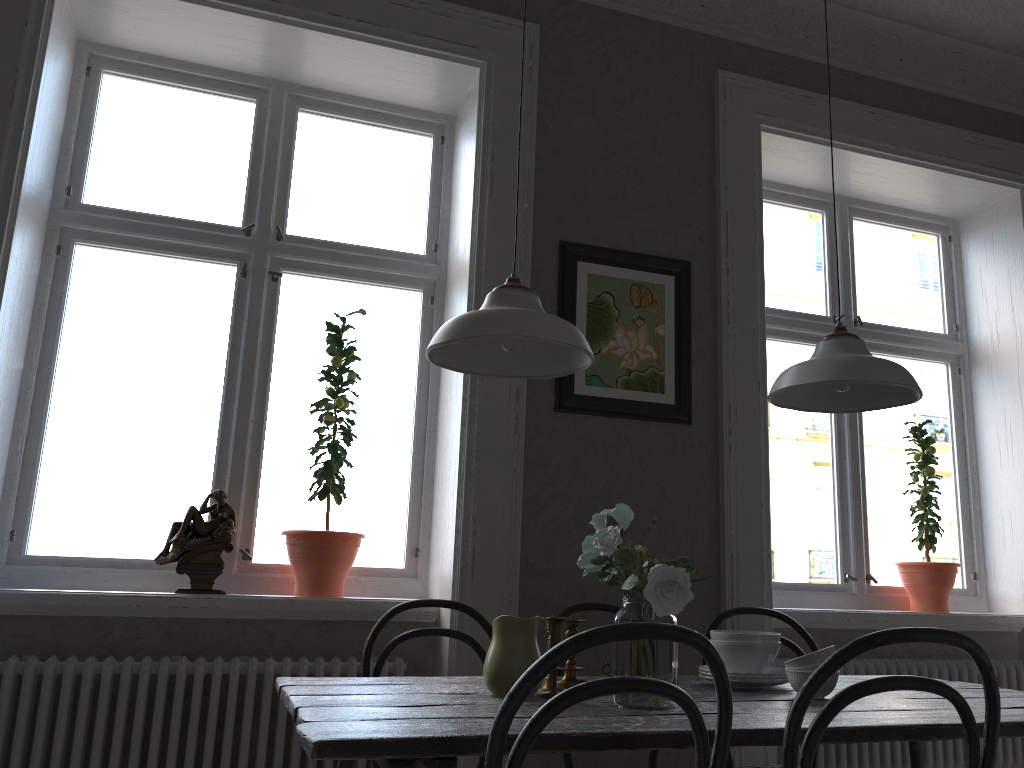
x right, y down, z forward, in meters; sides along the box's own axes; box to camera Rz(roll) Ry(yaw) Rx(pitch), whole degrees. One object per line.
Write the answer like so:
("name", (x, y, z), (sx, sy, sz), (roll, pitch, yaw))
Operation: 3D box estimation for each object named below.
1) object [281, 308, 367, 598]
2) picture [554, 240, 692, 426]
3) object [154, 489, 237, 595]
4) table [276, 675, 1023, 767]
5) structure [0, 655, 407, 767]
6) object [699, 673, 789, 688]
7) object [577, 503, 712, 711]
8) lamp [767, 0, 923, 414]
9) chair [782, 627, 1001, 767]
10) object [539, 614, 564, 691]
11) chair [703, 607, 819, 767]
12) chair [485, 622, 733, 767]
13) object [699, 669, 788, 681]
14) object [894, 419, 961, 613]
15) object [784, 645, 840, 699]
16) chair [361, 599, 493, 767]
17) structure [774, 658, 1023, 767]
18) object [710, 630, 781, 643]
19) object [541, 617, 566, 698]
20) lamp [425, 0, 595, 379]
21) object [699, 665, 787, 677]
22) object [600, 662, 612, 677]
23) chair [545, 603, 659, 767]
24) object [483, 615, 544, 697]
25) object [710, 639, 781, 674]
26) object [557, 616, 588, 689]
("object", (-0.610, 0.211, 2.989), (0.266, 0.992, 0.274), (-3, -14, 21))
("picture", (0.406, -0.181, 3.149), (0.528, 0.620, 0.019), (6, -14, -18))
("object", (-0.996, 0.492, 2.788), (0.240, 0.329, 0.118), (6, -13, -17))
("table", (0.460, 1.074, 1.960), (1.944, 0.735, 0.893), (6, -13, -18))
("structure", (-0.900, 1.021, 2.606), (1.240, 0.428, 0.146), (7, -14, -20))
("object", (0.595, 0.756, 2.251), (0.237, 0.027, 0.237), (2, -13, 0))
("object", (0.270, 0.452, 1.836), (0.255, 0.414, 0.307), (7, -14, -19))
("lamp", (0.888, -0.863, 2.483), (0.382, 1.859, 0.376), (5, -13, -10))
("chair", (0.581, 0.892, 1.564), (0.441, 0.921, 0.545), (5, -13, -10))
("object", (0.092, 0.623, 2.064), (0.062, 0.172, 0.062), (1, -13, 3))
("chair", (0.811, 1.129, 2.573), (0.440, 0.921, 0.547), (3, -13, -5))
("chair", (0.072, 0.837, 1.389), (0.444, 0.921, 0.541), (7, -14, -20))
("object", (0.596, 0.747, 2.253), (0.232, 0.027, 0.242), (-9, -16, 39))
("object", (1.756, 0.554, 3.778), (0.258, 0.813, 0.261), (0, -13, 9))
("object", (0.702, 0.671, 2.075), (0.128, 0.119, 0.124), (3, -13, -2))
("chair", (-0.189, 1.025, 2.251), (0.441, 0.921, 0.545), (5, -13, -10))
("structure", (1.521, 1.282, 3.420), (1.240, 0.428, 0.146), (7, -14, -20))
("object", (0.598, 0.684, 2.267), (0.183, 0.094, 0.176), (8, -14, -26))
("object", (0.095, 0.597, 1.939), (0.059, 0.167, 0.059), (3, -13, -4))
("lamp", (0.033, -0.954, 2.196), (0.374, 1.859, 0.384), (-2, -14, 19))
("object", (0.596, 0.739, 2.255), (0.237, 0.027, 0.238), (1, -13, 5))
("object", (0.328, 0.726, 2.349), (0.142, 0.112, 0.137), (11, -16, -34))
("chair", (0.341, 1.083, 2.433), (0.444, 0.921, 0.541), (7, -14, -20))
("object", (-0.001, 0.598, 1.963), (0.147, 0.170, 0.138), (-6, -15, 32))
("object", (0.597, 0.704, 2.263), (0.183, 0.094, 0.176), (8, -14, -26))
("object", (0.144, 0.643, 2.143), (0.098, 0.172, 0.094), (12, -16, -36))
